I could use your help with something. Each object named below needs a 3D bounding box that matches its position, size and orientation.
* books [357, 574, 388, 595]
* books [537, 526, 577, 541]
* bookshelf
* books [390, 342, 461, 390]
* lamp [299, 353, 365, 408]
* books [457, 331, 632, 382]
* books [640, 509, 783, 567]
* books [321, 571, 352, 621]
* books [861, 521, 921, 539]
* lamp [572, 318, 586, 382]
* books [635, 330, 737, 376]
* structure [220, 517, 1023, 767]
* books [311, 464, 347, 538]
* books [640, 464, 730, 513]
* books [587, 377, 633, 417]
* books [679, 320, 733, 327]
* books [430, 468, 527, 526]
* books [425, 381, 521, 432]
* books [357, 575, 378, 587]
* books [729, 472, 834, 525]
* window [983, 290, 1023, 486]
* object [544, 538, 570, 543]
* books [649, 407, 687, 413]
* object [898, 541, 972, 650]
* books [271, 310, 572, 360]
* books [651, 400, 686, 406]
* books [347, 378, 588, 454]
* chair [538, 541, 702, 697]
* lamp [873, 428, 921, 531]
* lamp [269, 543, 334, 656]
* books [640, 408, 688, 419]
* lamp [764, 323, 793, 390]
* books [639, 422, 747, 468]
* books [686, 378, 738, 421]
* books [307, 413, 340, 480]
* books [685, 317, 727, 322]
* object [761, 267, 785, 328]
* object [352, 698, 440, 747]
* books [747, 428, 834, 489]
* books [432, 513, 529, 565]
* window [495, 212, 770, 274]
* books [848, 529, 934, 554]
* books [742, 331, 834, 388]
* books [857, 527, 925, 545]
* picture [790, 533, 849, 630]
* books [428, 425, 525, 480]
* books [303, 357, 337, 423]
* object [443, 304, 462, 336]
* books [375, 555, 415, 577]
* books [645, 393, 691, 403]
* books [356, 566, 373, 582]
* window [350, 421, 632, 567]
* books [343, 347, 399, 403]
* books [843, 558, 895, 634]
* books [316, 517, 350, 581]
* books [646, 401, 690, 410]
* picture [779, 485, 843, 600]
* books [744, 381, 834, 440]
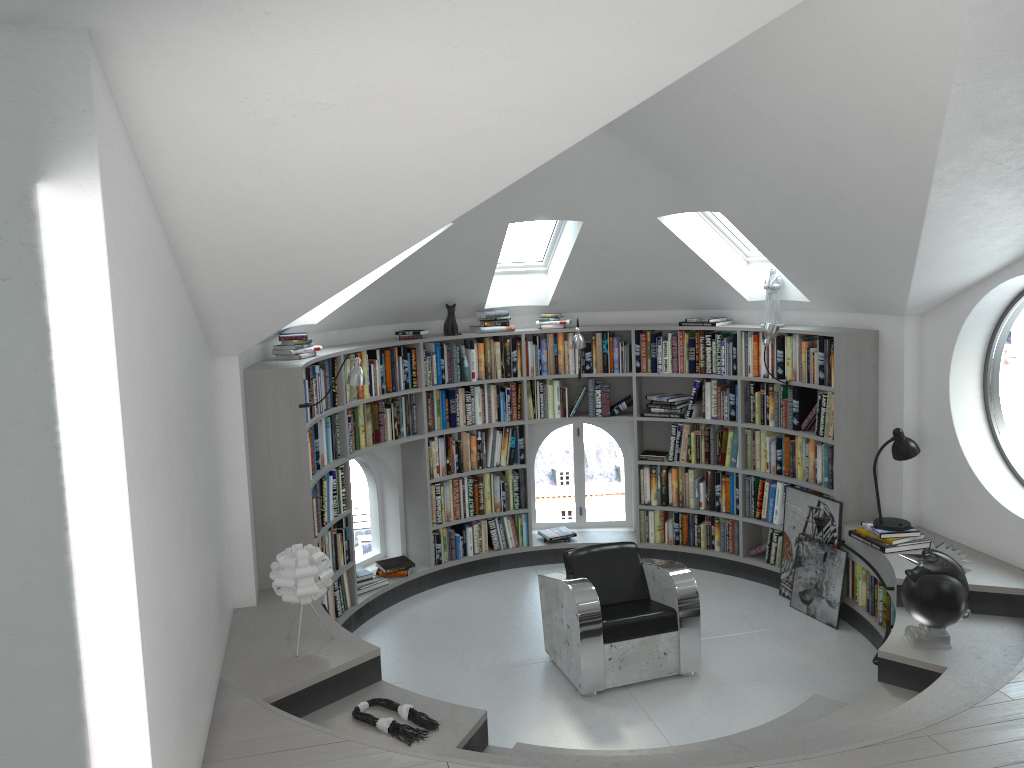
[{"bbox_3d":[-1.229,1.555,6.923,0.388,0.042,0.366,5,11,43],"label":"books"},{"bbox_3d":[0.400,1.333,7.891,0.269,0.029,0.253,-6,8,-22],"label":"books"},{"bbox_3d":[0.293,0.571,6.911,4.334,1.874,2.115,-4,7,-13],"label":"bookshelf"},{"bbox_3d":[-0.740,-0.159,7.275,0.683,0.345,0.265,-8,9,-36],"label":"books"},{"bbox_3d":[-1.119,-0.030,5.490,0.414,0.311,0.117,-4,7,-16],"label":"lamp"},{"bbox_3d":[0.269,-0.260,7.634,1.566,0.366,0.395,-3,7,-7],"label":"books"},{"bbox_3d":[1.736,1.239,7.410,1.498,0.310,0.360,4,9,39],"label":"books"},{"bbox_3d":[-1.358,1.538,6.110,0.282,0.318,0.921,-2,8,5],"label":"books"},{"bbox_3d":[2.507,0.959,5.875,0.269,0.031,0.287,-3,8,-3],"label":"books"},{"bbox_3d":[0.540,-0.276,7.420,0.113,0.565,0.359,-3,7,-6],"label":"lamp"},{"bbox_3d":[1.479,-0.280,7.430,0.969,0.366,0.307,2,8,30],"label":"books"},{"bbox_3d":[0.638,1.502,5.658,4.711,0.691,4.723,3,9,32],"label":"structure"},{"bbox_3d":[-1.356,0.807,5.968,0.260,0.358,1.023,-2,8,4],"label":"books"},{"bbox_3d":[1.507,0.860,7.560,0.872,0.349,0.273,2,8,28],"label":"books"},{"bbox_3d":[0.864,0.102,7.698,0.399,0.340,0.225,-1,7,7],"label":"books"},{"bbox_3d":[1.616,-0.509,7.387,0.336,0.036,0.317,4,10,39],"label":"books"},{"bbox_3d":[-0.320,0.932,7.598,1.033,0.356,0.293,-6,8,-28],"label":"books"},{"bbox_3d":[-0.381,0.170,7.546,1.029,0.358,0.301,-6,8,-27],"label":"books"},{"bbox_3d":[-1.230,1.521,6.920,0.270,0.031,0.286,-8,10,-36],"label":"books"},{"bbox_3d":[2.192,0.926,6.899,0.304,0.357,1.186,-7,9,-32],"label":"books"},{"bbox_3d":[3.338,0.063,5.174,0.104,1.465,1.475,-4,7,-13],"label":"window"},{"bbox_3d":[0.401,1.363,7.894,0.226,0.036,0.214,-2,8,4],"label":"object"},{"bbox_3d":[1.347,0.208,7.627,0.286,0.031,0.270,1,8,22],"label":"books"},{"bbox_3d":[2.252,1.111,4.727,0.320,0.561,0.321,-8,9,-40],"label":"object"},{"bbox_3d":[-0.688,-0.431,6.963,2.820,0.173,0.748,-9,11,-42],"label":"books"},{"bbox_3d":[1.344,0.146,7.620,0.227,0.036,0.214,4,10,37],"label":"books"},{"bbox_3d":[-0.470,0.215,7.288,2.532,0.370,0.592,-7,9,-32],"label":"books"},{"bbox_3d":[0.681,1.478,5.775,0.823,0.717,0.743,-5,7,-18],"label":"chair"},{"bbox_3d":[2.530,0.617,5.840,0.322,0.658,0.234,-2,6,2],"label":"lamp"},{"bbox_3d":[-1.087,1.102,4.613,0.306,0.523,0.306,-5,7,-24],"label":"lamp"},{"bbox_3d":[1.348,0.241,7.630,0.388,0.042,0.367,2,9,27],"label":"books"},{"bbox_3d":[1.999,-0.202,6.610,0.275,0.523,0.112,-5,7,-22],"label":"lamp"},{"bbox_3d":[1.561,0.486,7.468,0.974,0.351,0.252,2,8,29],"label":"books"},{"bbox_3d":[1.730,0.111,7.353,0.553,0.349,0.256,3,8,33],"label":"books"},{"bbox_3d":[-1.412,0.432,5.956,0.303,0.346,1.092,-2,8,3],"label":"books"},{"bbox_3d":[1.615,-0.537,7.385,0.233,0.027,0.248,-9,10,-40],"label":"books"},{"bbox_3d":[2.022,-0.675,6.883,0.179,0.471,0.179,-3,6,-4],"label":"object"},{"bbox_3d":[-0.552,1.567,4.148,0.473,0.082,0.218,4,10,39],"label":"object"},{"bbox_3d":[2.224,0.554,6.805,0.276,0.346,1.023,-6,8,-28],"label":"books"},{"bbox_3d":[-0.320,1.294,7.626,1.020,0.305,0.288,-6,8,-28],"label":"books"},{"bbox_3d":[0.223,-1.184,6.723,4.056,0.711,1.938,-4,8,-13],"label":"window"},{"bbox_3d":[2.509,1.027,5.883,0.365,0.042,0.389,-4,8,-13],"label":"books"},{"bbox_3d":[2.181,-0.209,6.736,0.293,0.361,1.016,-6,9,-30],"label":"books"},{"bbox_3d":[2.508,0.991,5.879,0.286,0.034,0.305,-6,8,-23],"label":"books"},{"bbox_3d":[2.207,1.415,6.392,0.107,0.553,0.490,-5,7,-22],"label":"picture"},{"bbox_3d":[-0.347,0.550,7.549,0.999,0.350,0.298,-7,8,-29],"label":"books"},{"bbox_3d":[-1.415,0.050,5.896,0.300,0.360,1.036,-2,8,3],"label":"books"},{"bbox_3d":[-0.497,-0.537,7.366,0.147,0.264,0.202,-4,7,-16],"label":"object"},{"bbox_3d":[-0.944,1.484,7.163,0.318,0.099,0.292,-4,8,-11],"label":"books"},{"bbox_3d":[1.343,0.115,7.617,0.269,0.031,0.286,-7,9,-33],"label":"books"},{"bbox_3d":[-1.232,1.490,6.916,0.214,0.036,0.227,-8,10,-36],"label":"books"},{"bbox_3d":[-0.387,0.918,7.668,3.234,1.147,0.618,-6,8,-27],"label":"window"},{"bbox_3d":[-1.174,-0.082,6.753,0.269,0.372,0.795,2,9,30],"label":"books"},{"bbox_3d":[2.487,1.427,5.850,0.272,0.297,1.151,-2,8,1],"label":"books"},{"bbox_3d":[-1.337,1.391,5.766,0.390,0.693,1.646,-3,8,-3],"label":"books"},{"bbox_3d":[1.346,0.177,7.624,0.286,0.031,0.270,4,10,37],"label":"books"},{"bbox_3d":[2.203,1.231,6.558,0.090,0.860,0.580,-5,7,-23],"label":"picture"},{"bbox_3d":[2.200,0.173,6.766,0.280,0.357,1.054,-6,8,-27],"label":"books"}]
